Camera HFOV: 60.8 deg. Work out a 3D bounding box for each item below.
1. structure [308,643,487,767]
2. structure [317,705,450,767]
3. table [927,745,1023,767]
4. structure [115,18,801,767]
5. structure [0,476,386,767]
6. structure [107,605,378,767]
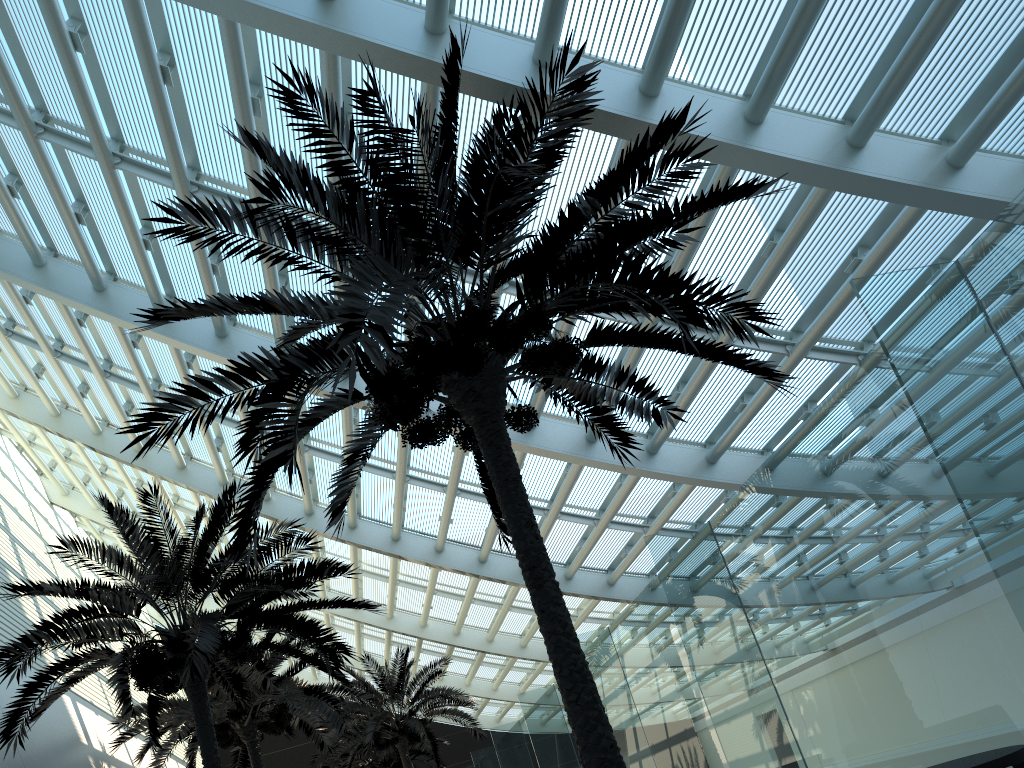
[{"bbox_3d":[-2.949,10.813,24.419,4.771,6.587,4.770,-10,-23,-21],"label":"structure"},{"bbox_3d":[-4.163,15.100,32.008,4.433,6.587,5.135,-3,-26,-35],"label":"structure"},{"bbox_3d":[1.773,1.853,3.313,0.709,0.733,0.693,-31,-25,28],"label":"table"},{"bbox_3d":[-0.032,0.723,6.597,4.840,6.587,4.705,-19,-21,2],"label":"structure"},{"bbox_3d":[-3.859,4.386,11.136,4.618,6.412,4.569,-3,-26,-35],"label":"structure"},{"bbox_3d":[-4.974,7.559,16.683,4.388,6.468,4.814,-25,-22,16],"label":"structure"}]
